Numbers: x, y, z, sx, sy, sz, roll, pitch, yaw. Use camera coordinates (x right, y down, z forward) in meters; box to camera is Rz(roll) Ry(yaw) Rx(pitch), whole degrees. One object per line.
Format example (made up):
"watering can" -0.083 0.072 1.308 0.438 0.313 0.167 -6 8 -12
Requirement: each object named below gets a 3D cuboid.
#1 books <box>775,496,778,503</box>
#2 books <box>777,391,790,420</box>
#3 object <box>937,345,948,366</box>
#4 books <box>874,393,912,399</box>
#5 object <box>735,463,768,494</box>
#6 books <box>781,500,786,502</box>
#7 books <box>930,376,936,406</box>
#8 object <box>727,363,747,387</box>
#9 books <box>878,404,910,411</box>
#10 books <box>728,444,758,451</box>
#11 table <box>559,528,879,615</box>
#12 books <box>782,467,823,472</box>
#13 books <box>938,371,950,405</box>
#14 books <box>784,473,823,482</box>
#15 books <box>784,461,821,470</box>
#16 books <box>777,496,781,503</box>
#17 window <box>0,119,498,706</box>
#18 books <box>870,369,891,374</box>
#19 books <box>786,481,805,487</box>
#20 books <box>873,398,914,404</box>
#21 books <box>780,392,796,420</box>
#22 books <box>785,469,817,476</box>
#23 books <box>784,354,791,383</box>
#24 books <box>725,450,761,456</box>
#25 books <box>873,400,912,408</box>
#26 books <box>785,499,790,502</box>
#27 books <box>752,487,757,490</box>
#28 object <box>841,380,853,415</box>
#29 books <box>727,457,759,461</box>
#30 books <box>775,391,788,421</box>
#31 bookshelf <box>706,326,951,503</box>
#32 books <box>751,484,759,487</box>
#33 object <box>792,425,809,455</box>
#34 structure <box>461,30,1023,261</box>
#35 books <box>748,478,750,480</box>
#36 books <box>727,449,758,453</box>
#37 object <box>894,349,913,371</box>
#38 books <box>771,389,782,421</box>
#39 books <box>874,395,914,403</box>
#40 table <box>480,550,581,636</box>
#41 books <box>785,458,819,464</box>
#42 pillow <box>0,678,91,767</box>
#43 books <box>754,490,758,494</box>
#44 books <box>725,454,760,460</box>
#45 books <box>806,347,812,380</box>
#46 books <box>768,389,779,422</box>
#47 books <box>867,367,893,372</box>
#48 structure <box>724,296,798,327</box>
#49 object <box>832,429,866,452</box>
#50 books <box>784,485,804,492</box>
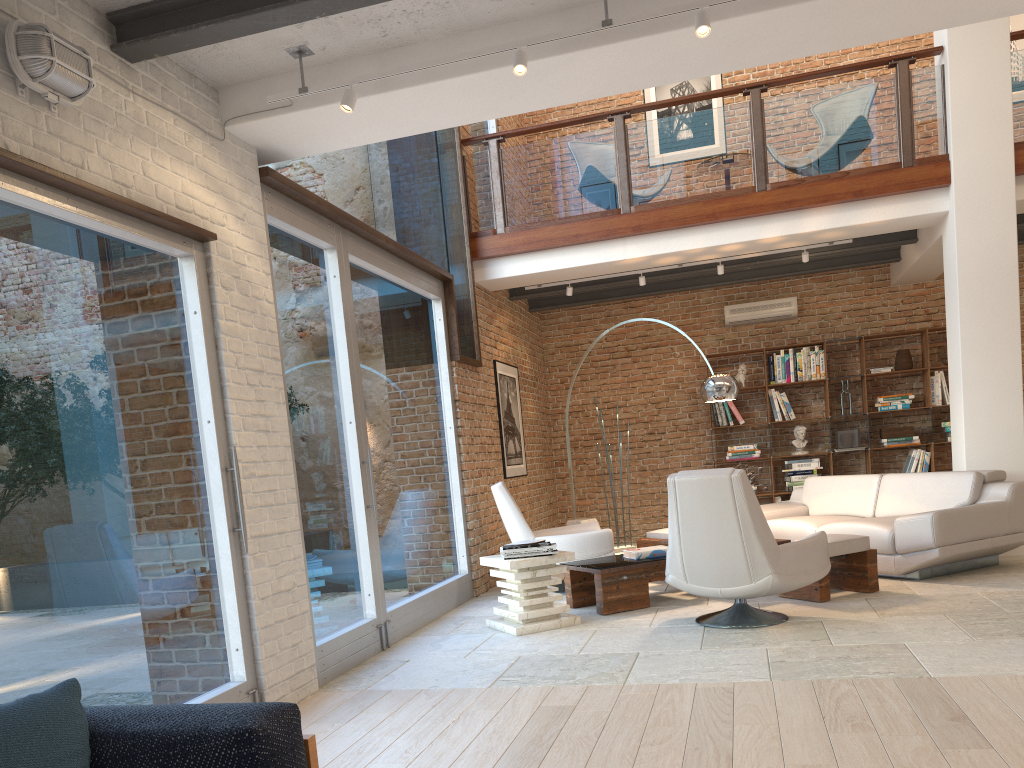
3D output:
"books" 3.133 1.519 10.317 0.036 0.386 0.241 -4 3 14
"books" 3.164 0.259 10.181 0.125 0.350 0.269 -4 2 14
"object" 4.939 -0.320 9.634 0.432 0.220 0.441 -3 -4 -34
"books" 4.310 0.142 9.869 0.357 0.021 0.271 -6 -5 13
"object" 1.751 0.911 6.814 0.540 0.611 0.315 -5 3 -14
"books" 3.218 1.537 10.305 0.058 0.332 0.252 -4 2 14
"books" 4.685 0.089 9.758 0.056 0.331 0.252 -4 2 14
"object" 2.626 -0.091 10.211 0.253 0.285 0.129 -5 3 22
"books" 4.325 0.271 9.870 0.328 0.056 0.253 -8 -5 24
"books" 2.738 0.755 10.337 0.328 0.056 0.253 -7 -5 17
"table" 1.391 1.420 6.807 1.957 0.430 2.219 -3 -5 -24
"books" 3.384 0.995 10.188 0.446 0.021 0.271 -7 -5 15
"books" 4.814 0.048 9.742 0.102 0.386 0.241 -4 3 14
"books" 3.403 1.093 10.193 0.380 0.065 0.244 -5 -4 1
"books" 3.393 0.952 10.199 0.381 0.065 0.243 -6 -5 9
"books" 3.172 1.516 10.323 0.036 0.386 0.241 -4 3 14
"window" -1.794 -1.527 3.877 0.650 6.414 12.271 -4 -2 14
"books" 4.145 -0.137 9.816 0.207 0.034 0.132 -7 -5 15
"books" 3.402 1.155 10.217 0.364 0.056 0.281 -7 -5 17
"books" 4.313 0.197 9.863 0.380 0.018 0.243 -6 -5 7
"books" 3.208 0.262 10.156 0.159 0.331 0.252 -4 2 14
"books" 3.369 1.034 10.184 0.327 0.056 0.254 -6 -5 9
"books" 3.194 -0.169 10.125 0.056 0.331 0.252 -4 2 14
"books" 2.733 0.822 10.328 0.380 0.036 0.243 -6 -5 8
"books" 4.303 0.227 9.880 0.381 0.036 0.243 -7 -5 15
"books" 3.270 1.529 10.285 0.056 0.331 0.252 -4 2 14
"books" 2.723 1.252 10.400 0.381 0.036 0.243 -7 -5 15
"object" 3.808 0.155 9.939 0.122 0.402 0.061 -4 5 17
"books" 2.741 0.888 10.348 0.357 0.021 0.271 -7 -5 15
"books" 3.141 0.261 10.178 0.125 0.350 0.269 -4 2 14
"bookshelf" 3.856 0.601 10.016 3.046 2.216 0.359 -6 5 15
"books" 2.733 1.222 10.384 0.380 0.018 0.243 -6 -5 7
"object" 3.352 0.652 10.160 0.197 0.352 0.191 -4 3 30
"structure" 3.411 -0.971 3.142 10.196 4.151 13.790 -6 -4 14
"books" 2.730 1.144 10.386 0.253 0.017 0.161 -7 -5 15
"books" 2.734 0.795 10.345 0.357 0.021 0.271 -6 -5 13
"object" 4.375 -0.264 9.740 0.192 0.234 0.193 -6 1 -28
"books" 3.086 0.250 10.181 0.104 0.386 0.241 -4 3 14
"books" 4.310 0.169 9.852 0.380 0.036 0.243 -6 -5 8
"table" 0.122 1.434 6.063 0.491 0.507 0.496 -5 0 -25
"books" 3.383 0.901 10.191 0.381 0.036 0.243 -7 -5 15
"pillow" -1.184 0.850 1.847 0.560 0.330 0.378 -4 -1 -25
"books" 2.745 1.296 10.391 0.328 0.056 0.253 -8 -5 24
"books" 2.728 0.860 10.341 0.381 0.036 0.243 -6 -5 10
"books" 3.416 -0.223 10.052 0.036 0.386 0.241 -4 3 14
"books" 3.055 0.255 10.213 0.102 0.386 0.241 -4 3 14
"books" 4.139 -0.162 9.821 0.237 0.019 0.170 -6 -5 8
"structure" 2.914 -0.845 10.224 0.816 0.220 0.198 -6 0 15
"object" 3.856 0.648 10.004 0.337 0.234 0.282 -6 -1 15
"books" 3.404 1.214 10.204 0.381 0.065 0.243 -6 -5 9
